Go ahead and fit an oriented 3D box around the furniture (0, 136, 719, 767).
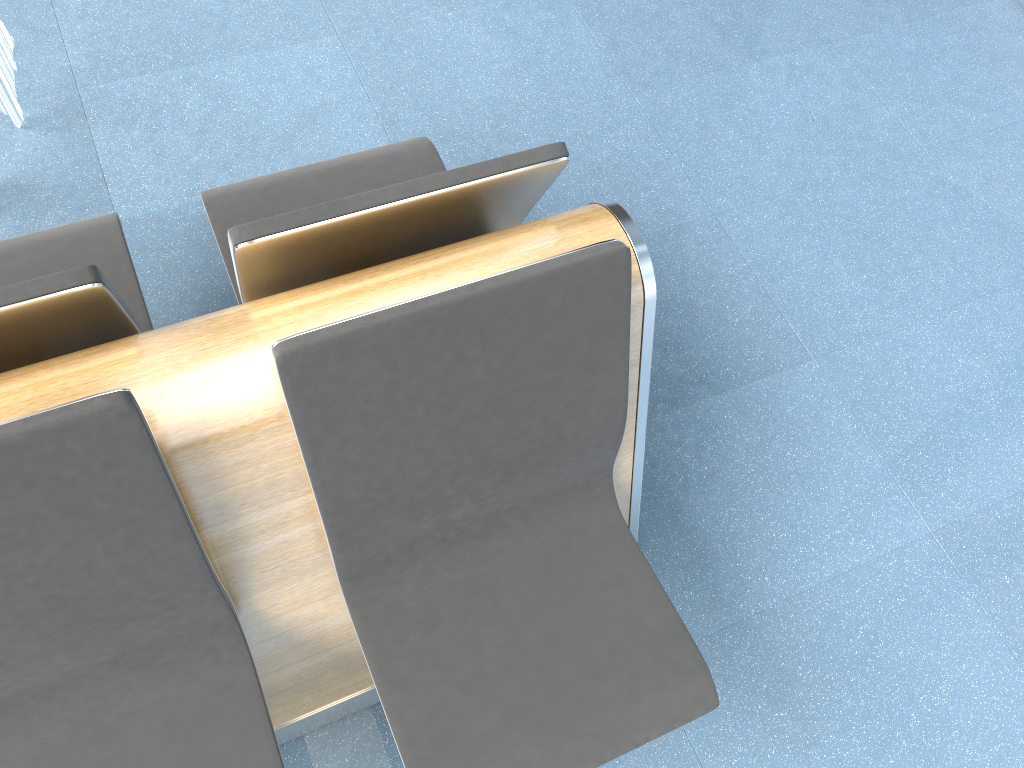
[{"bbox_3d":[-0.883,0.277,1.327,2.281,0.896,1.301,-19,64,-16],"label":"furniture"}]
